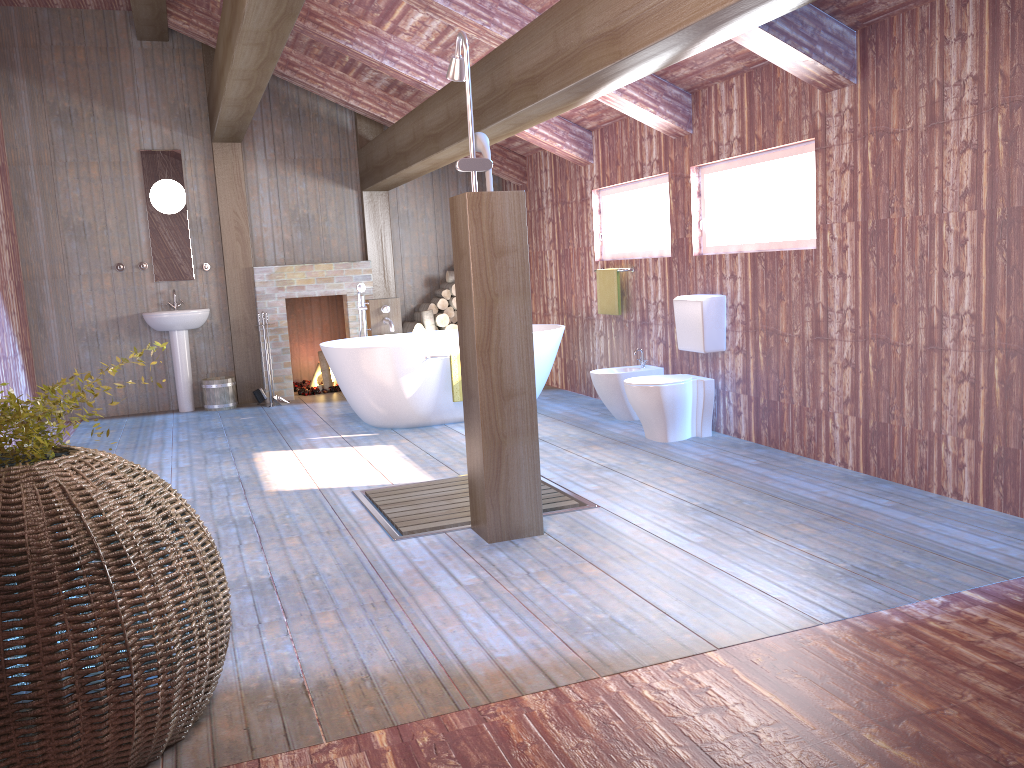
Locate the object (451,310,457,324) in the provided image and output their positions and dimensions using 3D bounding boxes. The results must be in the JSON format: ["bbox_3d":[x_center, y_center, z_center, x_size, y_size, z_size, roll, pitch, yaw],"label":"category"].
[{"bbox_3d":[-0.616,-0.699,9.118,0.128,0.150,0.323,-6,8,-20],"label":"object"}]

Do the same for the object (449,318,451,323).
[{"bbox_3d":[-0.672,-0.651,9.009,0.064,0.068,0.174,-6,8,-21],"label":"object"}]

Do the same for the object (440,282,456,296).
[{"bbox_3d":[-0.607,-0.965,8.992,0.135,0.145,0.439,-6,8,-19],"label":"object"}]

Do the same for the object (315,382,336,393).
[{"bbox_3d":[-1.919,0.035,9.158,0.085,0.084,0.278,0,8,26],"label":"object"}]

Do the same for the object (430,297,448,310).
[{"bbox_3d":[-0.736,-0.812,8.949,0.115,0.123,0.291,-6,8,-19],"label":"object"}]

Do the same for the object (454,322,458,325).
[{"bbox_3d":[-0.538,-0.581,9.061,0.114,0.120,0.303,-6,8,-19],"label":"object"}]

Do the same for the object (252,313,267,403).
[{"bbox_3d":[-2.382,-0.236,8.279,0.136,0.846,0.062,-9,10,-38],"label":"object"}]

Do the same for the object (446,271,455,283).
[{"bbox_3d":[-0.510,-1.067,8.905,0.302,0.157,0.121,-6,8,-19],"label":"object"}]

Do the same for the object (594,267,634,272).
[{"bbox_3d":[0.789,-0.896,6.996,0.091,0.043,0.581,-6,8,-19],"label":"object"}]

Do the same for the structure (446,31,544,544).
[{"bbox_3d":[-0.086,-0.434,3.905,0.328,2.209,0.522,-3,8,1],"label":"structure"}]

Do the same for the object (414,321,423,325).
[{"bbox_3d":[-0.945,-0.594,9.018,0.099,0.093,0.280,-6,8,-19],"label":"object"}]

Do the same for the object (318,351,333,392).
[{"bbox_3d":[-1.918,-0.127,9.130,0.098,0.434,0.283,-6,8,-22],"label":"object"}]

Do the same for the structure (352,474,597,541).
[{"bbox_3d":[-0.229,0.613,4.551,1.000,0.067,1.000,-6,8,-20],"label":"structure"}]

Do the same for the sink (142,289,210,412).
[{"bbox_3d":[-3.057,-0.300,8.183,0.582,1.143,0.475,-6,8,-20],"label":"sink"}]

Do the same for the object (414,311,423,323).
[{"bbox_3d":[-0.911,-0.680,9.023,0.108,0.113,0.302,-6,8,-19],"label":"object"}]

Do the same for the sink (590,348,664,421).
[{"bbox_3d":[0.827,0.007,6.517,0.515,0.517,0.335,-6,8,-19],"label":"sink"}]

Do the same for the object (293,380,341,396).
[{"bbox_3d":[-2.011,0.015,9.454,0.829,0.085,0.935,-9,10,-37],"label":"object"}]

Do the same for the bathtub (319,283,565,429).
[{"bbox_3d":[-0.531,-0.280,7.062,1.935,1.109,1.460,-3,8,2],"label":"bathtub"}]

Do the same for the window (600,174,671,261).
[{"bbox_3d":[0.971,-1.253,6.786,0.054,0.587,1.255,-6,8,-19],"label":"window"}]

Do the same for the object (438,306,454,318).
[{"bbox_3d":[-0.683,-0.731,8.996,0.111,0.113,0.301,-6,8,-21],"label":"object"}]

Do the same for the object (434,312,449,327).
[{"bbox_3d":[-0.759,-0.657,8.966,0.138,0.147,0.440,-6,8,-19],"label":"object"}]

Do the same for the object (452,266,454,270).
[{"bbox_3d":[-0.511,-1.184,9.106,0.140,0.121,0.319,-6,8,-18],"label":"object"}]

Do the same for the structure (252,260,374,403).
[{"bbox_3d":[-1.914,-0.519,8.737,1.130,1.330,0.226,-6,8,-20],"label":"structure"}]

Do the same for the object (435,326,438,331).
[{"bbox_3d":[-0.845,-0.562,9.044,0.121,0.124,0.291,-6,8,-19],"label":"object"}]

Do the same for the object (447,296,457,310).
[{"bbox_3d":[-0.609,-0.827,9.001,0.141,0.143,0.437,-6,8,-22],"label":"object"}]

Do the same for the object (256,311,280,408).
[{"bbox_3d":[-2.334,-0.239,8.352,0.276,0.888,0.333,0,8,22],"label":"object"}]

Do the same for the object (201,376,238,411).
[{"bbox_3d":[-2.742,0.091,8.318,0.309,0.290,0.308,-5,8,-10],"label":"object"}]

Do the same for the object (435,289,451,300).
[{"bbox_3d":[-0.696,-0.908,8.970,0.106,0.112,0.282,-6,8,-19],"label":"object"}]

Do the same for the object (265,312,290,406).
[{"bbox_3d":[-2.240,-0.237,8.319,0.206,0.871,0.126,0,8,23],"label":"object"}]

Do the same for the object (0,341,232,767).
[{"bbox_3d":[-1.266,0.424,2.322,0.972,1.073,0.970,-10,10,-39],"label":"object"}]

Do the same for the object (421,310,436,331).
[{"bbox_3d":[-0.819,-0.584,8.767,0.147,0.298,0.109,-6,8,-17],"label":"object"}]

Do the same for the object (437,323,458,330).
[{"bbox_3d":[-0.676,-0.559,9.025,0.139,0.148,0.458,-6,8,-19],"label":"object"}]

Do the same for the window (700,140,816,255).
[{"bbox_3d":[1.490,-1.089,5.338,0.054,0.587,1.255,-6,8,-19],"label":"window"}]

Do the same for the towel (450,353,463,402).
[{"bbox_3d":[-0.275,-0.063,6.568,0.370,0.361,0.032,-7,8,-23],"label":"towel"}]

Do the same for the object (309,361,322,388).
[{"bbox_3d":[-2.024,-0.083,9.273,0.221,0.306,0.121,-2,8,7],"label":"object"}]

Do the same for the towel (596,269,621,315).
[{"bbox_3d":[0.764,-0.728,7.011,0.032,0.361,0.370,-6,8,-20],"label":"towel"}]

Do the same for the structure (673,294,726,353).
[{"bbox_3d":[1.221,-0.396,5.771,0.182,0.363,0.358,-6,8,-19],"label":"structure"}]

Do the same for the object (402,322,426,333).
[{"bbox_3d":[-0.996,-0.551,8.899,0.139,0.137,0.455,-6,8,-22],"label":"object"}]

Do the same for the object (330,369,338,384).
[{"bbox_3d":[-1.896,-0.147,9.381,0.140,0.459,0.266,-4,8,-2],"label":"object"}]

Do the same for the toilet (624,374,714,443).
[{"bbox_3d":[0.991,0.160,5.754,0.534,0.400,0.375,-6,8,-19],"label":"toilet"}]

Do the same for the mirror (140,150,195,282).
[{"bbox_3d":[-3.189,-1.555,8.217,0.350,1.199,0.009,-6,8,-20],"label":"mirror"}]

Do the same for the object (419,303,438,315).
[{"bbox_3d":[-0.848,-0.761,8.965,0.114,0.113,0.301,-6,8,-22],"label":"object"}]
